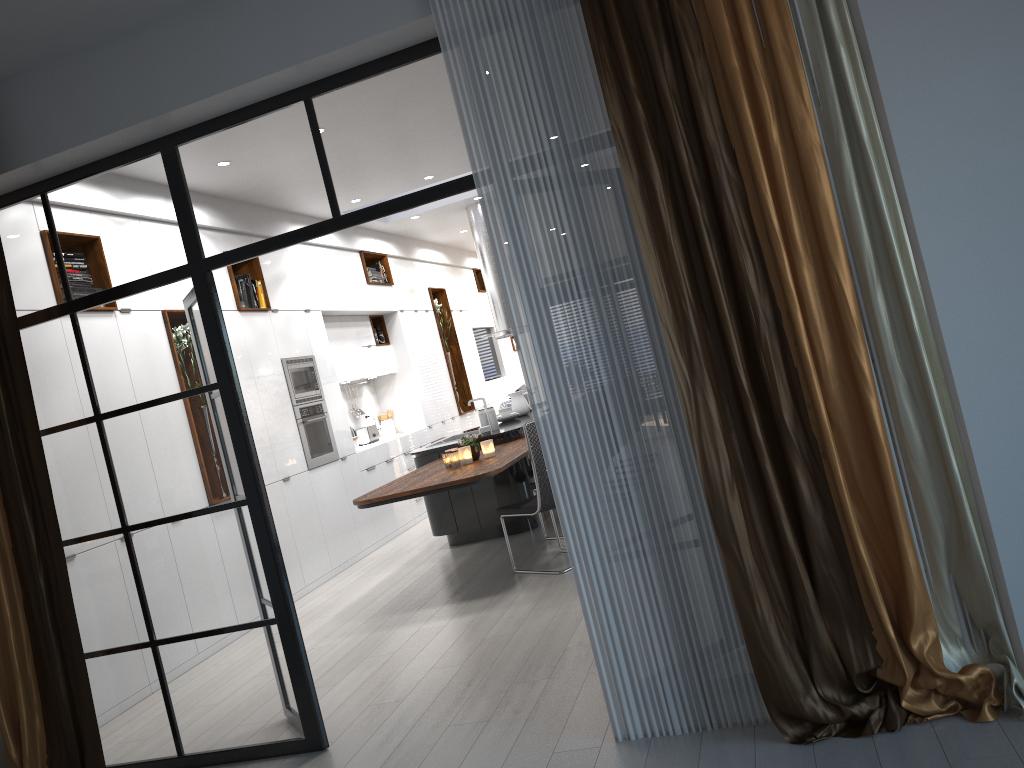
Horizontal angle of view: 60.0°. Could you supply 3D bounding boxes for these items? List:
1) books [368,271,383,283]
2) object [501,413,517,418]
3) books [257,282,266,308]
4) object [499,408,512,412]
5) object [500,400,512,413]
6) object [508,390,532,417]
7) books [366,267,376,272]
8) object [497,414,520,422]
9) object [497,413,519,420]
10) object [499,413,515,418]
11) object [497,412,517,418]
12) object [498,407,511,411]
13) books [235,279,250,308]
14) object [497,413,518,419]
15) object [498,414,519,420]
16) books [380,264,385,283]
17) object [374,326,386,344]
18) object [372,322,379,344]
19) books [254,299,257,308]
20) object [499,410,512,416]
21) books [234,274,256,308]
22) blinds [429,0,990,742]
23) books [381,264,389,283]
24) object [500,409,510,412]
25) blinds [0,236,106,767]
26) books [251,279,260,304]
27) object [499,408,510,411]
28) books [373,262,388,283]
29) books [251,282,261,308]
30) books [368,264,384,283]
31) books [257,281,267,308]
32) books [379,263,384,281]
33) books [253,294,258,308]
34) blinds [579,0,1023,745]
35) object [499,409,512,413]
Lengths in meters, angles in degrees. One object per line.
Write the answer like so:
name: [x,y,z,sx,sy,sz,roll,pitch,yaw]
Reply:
books: [-1.680,-1.204,10.251,0.278,0.137,0.345,-14,1,10]
object: [-0.054,0.327,8.956,0.229,0.016,0.229,-14,1,12]
books: [-2.249,-0.747,7.718,0.184,0.245,0.033,-14,-1,15]
object: [-0.064,0.282,8.957,0.138,0.051,0.138,-14,1,-4]
object: [-0.028,0.267,9.589,0.211,0.174,0.212,-14,0,22]
object: [0.085,0.203,9.202,0.183,0.254,0.210,-14,0,-40]
books: [-1.728,-1.287,10.237,0.250,0.047,0.307,-14,1,11]
object: [-0.046,0.354,8.956,0.265,0.033,0.263,-15,1,-38]
object: [-0.049,0.342,8.956,0.265,0.033,0.263,-15,1,-38]
object: [-0.055,0.323,8.956,0.229,0.016,0.229,-14,1,12]
object: [-0.056,0.318,8.956,0.229,0.016,0.229,-14,1,12]
object: [-0.067,0.271,8.957,0.138,0.051,0.138,-14,1,-4]
books: [-2.344,-0.738,7.481,0.236,0.278,0.106,-14,0,15]
object: [-0.052,0.332,8.956,0.229,0.016,0.229,-14,1,12]
object: [-0.048,0.348,8.956,0.265,0.033,0.263,-15,1,-38]
books: [-1.629,-1.275,10.510,0.216,0.271,0.030,-14,-1,15]
object: [-1.597,-0.576,10.602,0.123,0.231,0.124,-14,0,17]
object: [-1.652,-0.581,10.414,0.124,0.275,0.124,-14,0,4]
books: [-2.314,-0.747,7.592,0.230,0.296,0.031,-14,-1,15]
object: [-0.060,0.299,8.956,0.138,0.051,0.138,-14,1,-4]
books: [-2.323,-0.767,7.553,0.268,0.321,0.047,-14,-1,15]
blinds: [0.604,-0.346,3.011,1.299,3.069,0.052,-14,-1,16]
books: [-1.590,-1.284,10.612,0.210,0.267,0.026,-14,-1,15]
object: [-0.063,0.288,8.957,0.138,0.051,0.138,-14,1,-4]
blinds: [-2.243,0.347,3.714,0.809,3.045,0.255,-14,-1,15]
books: [-2.296,-0.762,7.696,0.238,0.288,0.030,-14,-1,15]
object: [-0.066,0.276,8.957,0.138,0.051,0.138,-14,1,-4]
books: [-1.615,-1.281,10.537,0.253,0.312,0.031,-14,-1,15]
books: [-2.286,-0.737,7.667,0.190,0.253,0.026,-14,-1,15]
books: [-1.622,-1.269,10.453,0.197,0.268,0.026,-14,-1,15]
books: [-2.258,-0.755,7.748,0.211,0.264,0.024,-14,-1,15]
books: [-1.617,-1.270,10.478,0.194,0.273,0.025,-14,-1,15]
books: [-2.323,-0.744,7.647,0.230,0.296,0.031,-14,-1,15]
blinds: [0.844,-0.411,2.838,0.809,3.045,0.255,-14,-1,16]
object: [-0.062,0.293,8.956,0.138,0.051,0.138,-14,1,-4]
